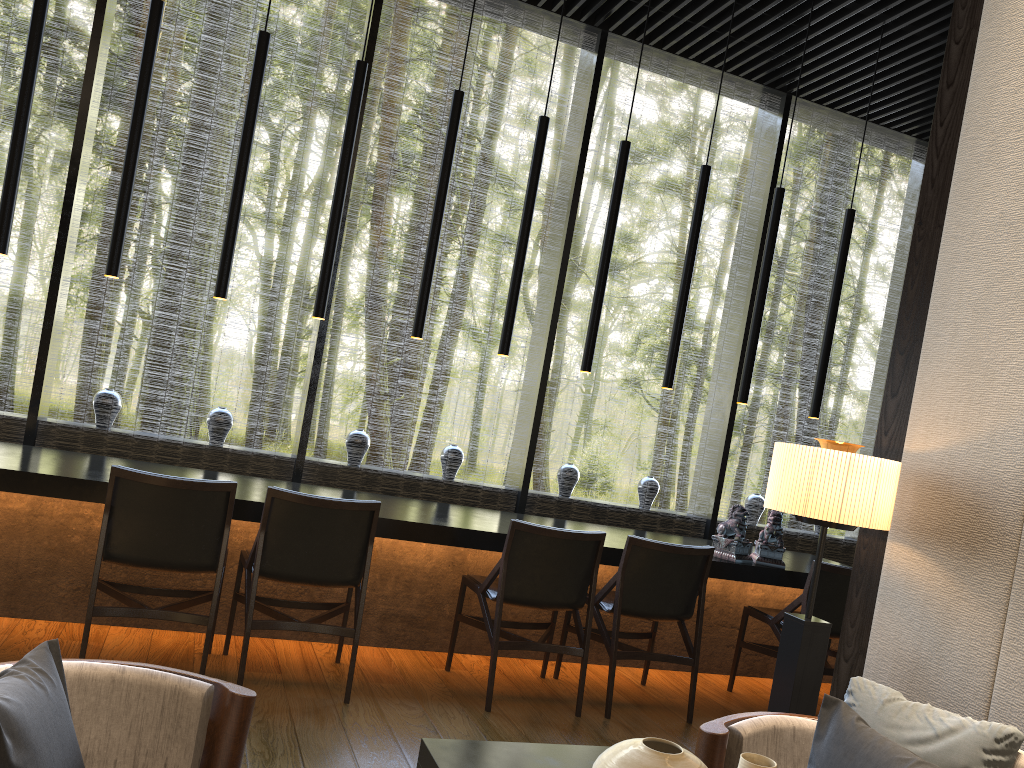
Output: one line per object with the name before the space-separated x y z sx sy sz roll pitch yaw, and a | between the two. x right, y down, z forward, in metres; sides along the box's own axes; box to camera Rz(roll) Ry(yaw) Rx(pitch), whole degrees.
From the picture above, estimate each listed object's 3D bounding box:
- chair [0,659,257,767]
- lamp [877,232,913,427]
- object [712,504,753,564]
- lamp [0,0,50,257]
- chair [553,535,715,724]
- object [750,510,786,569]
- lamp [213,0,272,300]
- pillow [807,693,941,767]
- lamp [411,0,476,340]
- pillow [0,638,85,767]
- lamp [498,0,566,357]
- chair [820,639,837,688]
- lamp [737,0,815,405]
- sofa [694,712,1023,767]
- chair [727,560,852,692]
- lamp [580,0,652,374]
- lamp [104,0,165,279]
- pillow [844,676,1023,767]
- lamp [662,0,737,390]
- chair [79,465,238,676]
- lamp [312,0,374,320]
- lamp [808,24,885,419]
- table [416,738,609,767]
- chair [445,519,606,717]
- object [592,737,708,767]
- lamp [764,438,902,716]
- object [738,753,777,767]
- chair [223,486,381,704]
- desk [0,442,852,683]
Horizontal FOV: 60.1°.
chair | -0.797 0.878 1.602 0.608 0.604 0.801 10 -1 -19
lamp | 2.498 -0.895 5.466 0.060 2.422 0.060 10 1 -24
object | 1.234 0.821 4.929 0.163 0.310 0.206 10 0 -39
lamp | -2.032 -1.758 3.852 0.060 2.422 0.060 10 1 -14
chair | 0.613 1.136 4.314 0.527 0.827 0.561 10 0 -19
object | 1.468 0.864 5.007 0.163 0.313 0.209 10 0 6
lamp | -1.170 -1.593 4.159 0.060 2.422 0.060 10 1 -24
pillow | 0.839 0.953 1.997 0.220 0.361 0.470 10 -1 -22
lamp | -0.276 -1.423 4.477 0.060 2.422 0.060 10 1 -24
pillow | -0.873 0.647 1.563 0.205 0.338 0.441 10 -1 -12
lamp | 0.161 -1.340 4.633 0.060 2.422 0.060 10 1 -24
chair | 2.115 1.422 4.849 0.527 0.827 0.561 10 0 -19
lamp | 1.544 -1.077 5.126 0.060 2.422 0.060 10 1 -24
sofa | 0.936 1.143 1.799 0.604 0.693 1.445 10 -2 -19
chair | 1.580 1.320 4.659 0.527 0.827 0.561 10 0 -19
lamp | 0.607 -1.255 4.792 0.060 2.422 0.060 10 1 -24
lamp | -1.610 -1.677 4.002 0.060 2.422 0.060 10 1 -24
pillow | 0.954 0.959 2.144 0.202 0.400 0.431 10 -1 -41
lamp | 1.079 -1.165 4.960 0.060 2.422 0.060 10 1 -24
chair | -1.424 0.748 3.588 0.527 0.827 0.561 10 0 -19
lamp | -0.740 -1.512 4.312 0.060 2.422 0.060 10 1 -24
lamp | 2.016 -0.987 5.294 0.060 2.422 0.060 10 1 -24
table | 0.193 1.089 1.549 0.577 0.517 1.039 10 -2 -19
chair | 0.078 1.034 4.123 0.527 0.827 0.561 10 0 -19
object | 0.267 0.760 1.658 0.244 0.168 0.246 9 -2 29
lamp | 0.899 0.847 2.758 0.374 1.352 0.375 10 1 10
object | 0.366 0.718 1.394 0.174 0.257 0.174 10 0 1
chair | -0.889 0.850 3.779 0.527 0.827 0.561 10 0 -19
desk | -11.064 -1.038 0.549 28.813 0.760 1.775 11 -2 -19
